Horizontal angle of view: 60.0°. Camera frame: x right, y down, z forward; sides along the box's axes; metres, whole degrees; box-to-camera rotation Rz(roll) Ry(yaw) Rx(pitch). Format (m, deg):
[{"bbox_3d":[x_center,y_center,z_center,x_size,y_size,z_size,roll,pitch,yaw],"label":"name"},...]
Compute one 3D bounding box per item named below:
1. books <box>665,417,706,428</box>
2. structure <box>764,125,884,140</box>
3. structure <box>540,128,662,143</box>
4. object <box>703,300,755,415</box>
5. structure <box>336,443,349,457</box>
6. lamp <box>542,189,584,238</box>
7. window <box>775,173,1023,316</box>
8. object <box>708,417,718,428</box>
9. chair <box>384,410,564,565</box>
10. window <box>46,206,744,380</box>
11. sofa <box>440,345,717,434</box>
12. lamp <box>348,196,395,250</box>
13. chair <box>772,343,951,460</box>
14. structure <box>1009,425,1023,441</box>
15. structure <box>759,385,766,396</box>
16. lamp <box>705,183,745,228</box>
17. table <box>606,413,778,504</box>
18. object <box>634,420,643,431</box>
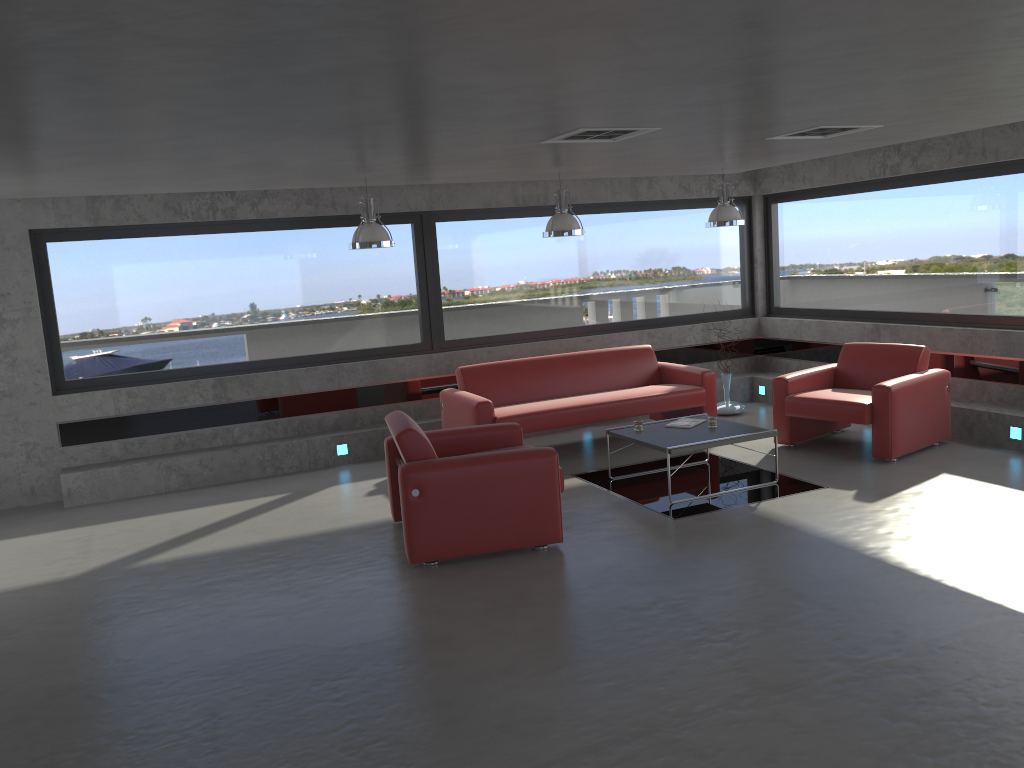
[{"bbox_3d":[1.474,0.328,7.526,0.228,0.022,0.326,2,10,37],"label":"books"},{"bbox_3d":[2.179,-1.885,6.228,0.563,0.240,0.563,-7,9,-22],"label":"structure"},{"bbox_3d":[0.539,-1.672,5.544,0.563,0.240,0.563,-7,9,-22],"label":"structure"},{"bbox_3d":[2.424,-0.310,10.016,0.466,1.289,0.531,-5,8,-10],"label":"object"},{"bbox_3d":[-1.684,0.653,8.803,0.123,0.123,0.004,-7,9,-22],"label":"structure"},{"bbox_3d":[0.457,-1.566,8.116,0.388,0.422,0.389,-7,9,-22],"label":"lamp"},{"bbox_3d":[4.117,-1.358,8.878,0.003,1.364,4.583,-7,9,-22],"label":"window"},{"bbox_3d":[1.660,0.316,7.331,0.079,0.077,0.079,-6,8,-14],"label":"object"},{"bbox_3d":[-0.276,0.603,6.248,1.130,0.854,1.196,-6,8,-13],"label":"chair"},{"bbox_3d":[-0.678,-1.119,9.552,7.800,1.364,0.003,-7,9,-22],"label":"window"},{"bbox_3d":[0.687,0.159,8.872,2.626,0.854,1.120,-7,9,-22],"label":"sofa"},{"bbox_3d":[-1.193,-1.352,7.429,0.388,0.422,0.389,-7,9,-22],"label":"lamp"},{"bbox_3d":[3.137,0.106,8.045,1.130,0.854,1.196,-10,10,-37],"label":"chair"},{"bbox_3d":[4.279,0.418,7.530,0.004,0.123,0.123,-7,9,-22],"label":"structure"},{"bbox_3d":[2.975,0.075,10.552,0.004,0.123,0.123,-7,9,-22],"label":"structure"},{"bbox_3d":[2.106,-1.780,8.803,0.389,0.422,0.388,-9,10,-33],"label":"lamp"},{"bbox_3d":[1.459,0.584,7.278,1.018,0.436,0.994,-7,9,-22],"label":"table"},{"bbox_3d":[1.056,0.348,7.401,0.079,0.077,0.079,-11,11,-39],"label":"object"}]
